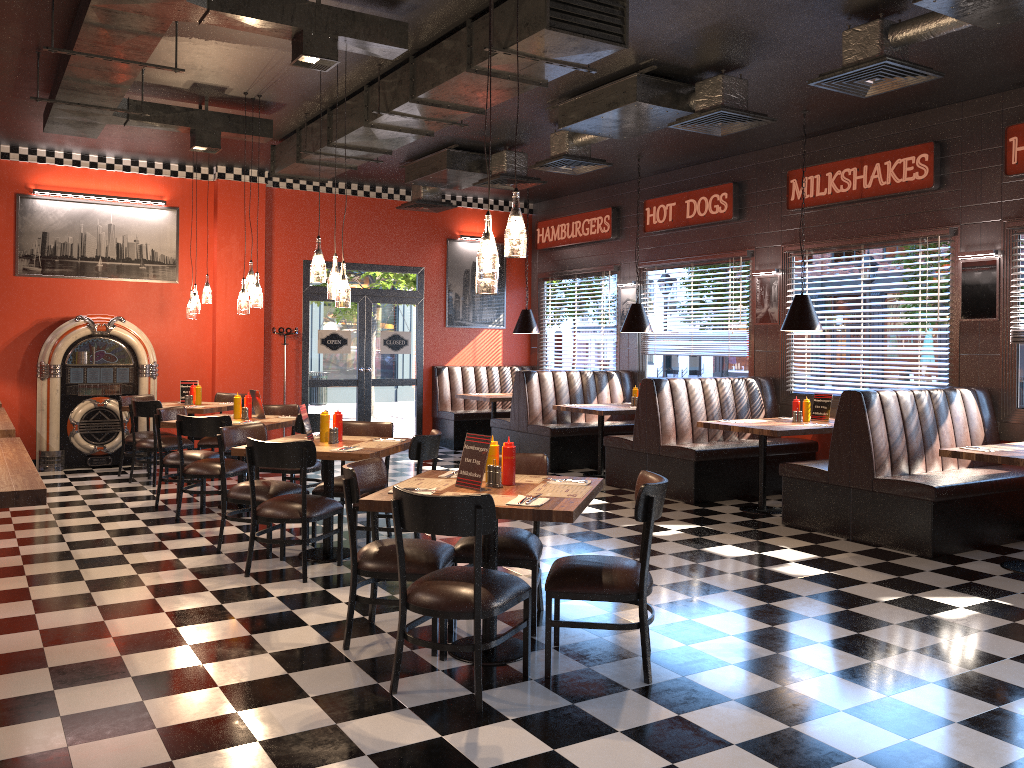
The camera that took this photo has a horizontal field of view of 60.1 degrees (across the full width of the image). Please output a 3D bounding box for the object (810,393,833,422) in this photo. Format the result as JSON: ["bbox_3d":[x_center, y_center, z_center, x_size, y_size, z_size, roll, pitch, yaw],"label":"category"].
[{"bbox_3d":[2.953,0.223,8.453,0.072,0.257,0.188,1,1,-42],"label":"object"}]

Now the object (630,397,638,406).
[{"bbox_3d":[1.420,0.187,10.246,0.094,0.136,0.046,1,0,28],"label":"object"}]

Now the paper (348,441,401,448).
[{"bbox_3d":[-0.937,0.413,6.023,0.261,0.001,0.365,1,3,11],"label":"paper"}]

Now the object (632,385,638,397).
[{"bbox_3d":[1.441,0.131,10.344,0.068,0.238,0.068,1,0,42],"label":"object"}]

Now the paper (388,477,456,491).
[{"bbox_3d":[-0.423,0.492,4.358,0.261,0.001,0.365,1,3,13],"label":"paper"}]

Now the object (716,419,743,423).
[{"bbox_3d":[2.032,0.343,8.193,0.157,0.019,0.255,-1,3,-31],"label":"object"}]

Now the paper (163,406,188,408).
[{"bbox_3d":[-3.556,0.239,9.281,0.365,0.001,0.261,1,3,13],"label":"paper"}]

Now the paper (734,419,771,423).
[{"bbox_3d":[2.266,0.347,8.358,0.365,0.001,0.261,-1,3,-31],"label":"paper"}]

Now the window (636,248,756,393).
[{"bbox_3d":[2.220,-0.700,10.748,0.127,1.714,2.028,1,1,-32],"label":"window"}]

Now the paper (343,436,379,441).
[{"bbox_3d":[-1.172,0.392,6.425,0.365,0.001,0.261,1,3,12],"label":"paper"}]

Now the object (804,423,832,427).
[{"bbox_3d":[2.712,0.364,7.907,0.157,0.019,0.255,-1,3,-33],"label":"object"}]

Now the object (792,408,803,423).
[{"bbox_3d":[2.653,0.290,8.240,0.093,0.136,0.047,1,0,-7],"label":"object"}]

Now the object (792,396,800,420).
[{"bbox_3d":[2.673,0.234,8.329,0.068,0.238,0.068,1,0,-8],"label":"object"}]

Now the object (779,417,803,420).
[{"bbox_3d":[2.734,0.333,8.613,0.157,0.019,0.255,-1,3,-36],"label":"object"}]

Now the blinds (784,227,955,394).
[{"bbox_3d":[3.414,-0.656,8.662,0.101,1.552,1.870,1,1,-32],"label":"blinds"}]

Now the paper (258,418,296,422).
[{"bbox_3d":[-2.079,0.319,7.844,0.261,0.001,0.365,1,3,13],"label":"paper"}]

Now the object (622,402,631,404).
[{"bbox_3d":[1.443,0.230,10.601,0.157,0.019,0.255,-1,3,-32],"label":"object"}]

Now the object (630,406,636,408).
[{"bbox_3d":[1.418,0.261,9.895,0.157,0.019,0.255,-1,3,-36],"label":"object"}]

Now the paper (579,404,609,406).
[{"bbox_3d":[0.947,0.245,10.326,0.365,0.001,0.261,-1,3,-30],"label":"paper"}]

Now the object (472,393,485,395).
[{"bbox_3d":[-0.481,0.136,12.239,0.157,0.019,0.255,-1,3,-31],"label":"object"}]

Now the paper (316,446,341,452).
[{"bbox_3d":[-1.305,0.420,5.769,0.365,0.001,0.261,1,3,12],"label":"paper"}]

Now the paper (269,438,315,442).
[{"bbox_3d":[-1.565,0.400,6.153,0.261,0.001,0.365,1,3,14],"label":"paper"}]

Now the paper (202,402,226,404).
[{"bbox_3d":[-3.411,0.212,9.935,0.365,0.001,0.261,1,3,13],"label":"paper"}]

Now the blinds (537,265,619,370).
[{"bbox_3d":[0.909,-0.823,12.735,0.099,1.634,1.870,1,1,-32],"label":"blinds"}]

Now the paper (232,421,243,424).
[{"bbox_3d":[-2.466,0.326,7.588,0.365,0.001,0.261,1,3,15],"label":"paper"}]

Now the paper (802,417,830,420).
[{"bbox_3d":[2.918,0.337,8.763,0.365,0.001,0.261,-1,3,-30],"label":"paper"}]

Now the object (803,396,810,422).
[{"bbox_3d":[2.766,0.236,8.322,0.068,0.238,0.068,1,0,-8],"label":"object"}]

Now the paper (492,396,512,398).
[{"bbox_3d":[-0.069,0.170,11.767,0.365,0.001,0.261,-1,3,-34],"label":"paper"}]

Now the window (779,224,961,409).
[{"bbox_3d":[3.471,-0.596,8.713,0.127,1.714,2.028,1,1,-32],"label":"window"}]

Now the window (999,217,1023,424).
[{"bbox_3d":[4.722,-0.492,6.678,0.127,1.714,2.028,1,1,-32],"label":"window"}]

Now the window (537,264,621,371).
[{"bbox_3d":[0.969,-0.804,12.783,0.127,1.714,2.028,1,1,-32],"label":"window"}]

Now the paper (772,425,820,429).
[{"bbox_3d":[2.504,0.376,7.765,0.365,0.001,0.261,-1,3,-34],"label":"paper"}]

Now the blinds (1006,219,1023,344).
[{"bbox_3d":[4.661,-0.809,6.638,0.099,1.039,1.870,1,2,-32],"label":"blinds"}]

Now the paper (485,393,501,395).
[{"bbox_3d":[-0.311,0.141,12.358,0.365,0.001,0.261,-1,3,-31],"label":"paper"}]

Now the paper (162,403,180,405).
[{"bbox_3d":[-3.809,0.219,9.669,0.261,0.001,0.365,1,3,15],"label":"paper"}]

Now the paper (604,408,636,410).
[{"bbox_3d":[1.233,0.274,9.746,0.365,0.001,0.261,-1,3,-30],"label":"paper"}]

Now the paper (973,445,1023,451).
[{"bbox_3d":[3.478,0.452,6.291,0.365,0.001,0.261,-1,3,-29],"label":"paper"}]

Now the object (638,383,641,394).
[{"bbox_3d":[1.587,0.117,10.494,0.188,0.257,0.072,1,0,28],"label":"object"}]

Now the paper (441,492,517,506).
[{"bbox_3d":[-0.161,0.513,3.958,0.365,0.001,0.261,1,3,16],"label":"paper"}]

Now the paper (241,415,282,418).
[{"bbox_3d":[-2.331,0.300,8.215,0.365,0.001,0.261,1,3,12],"label":"paper"}]

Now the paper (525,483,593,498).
[{"bbox_3d":[0.230,0.506,4.207,0.261,0.001,0.365,1,3,14],"label":"paper"}]

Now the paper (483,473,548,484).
[{"bbox_3d":[-0.014,0.487,4.583,0.365,0.001,0.261,1,3,13],"label":"paper"}]

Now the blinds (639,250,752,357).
[{"bbox_3d":[2.166,-0.933,10.696,0.100,1.205,1.870,1,1,-32],"label":"blinds"}]

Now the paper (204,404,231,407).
[{"bbox_3d":[-3.183,0.232,9.528,0.261,0.001,0.365,1,3,12],"label":"paper"}]

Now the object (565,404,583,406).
[{"bbox_3d":[0.710,0.241,10.156,0.157,0.019,0.255,-1,3,-26],"label":"object"}]
